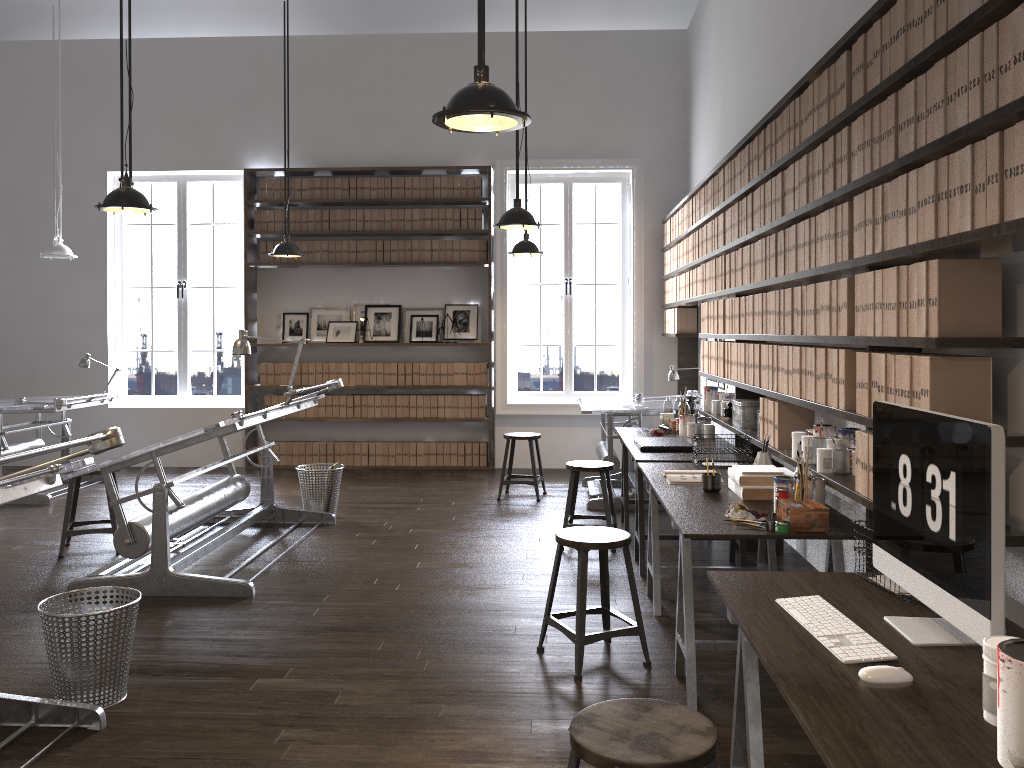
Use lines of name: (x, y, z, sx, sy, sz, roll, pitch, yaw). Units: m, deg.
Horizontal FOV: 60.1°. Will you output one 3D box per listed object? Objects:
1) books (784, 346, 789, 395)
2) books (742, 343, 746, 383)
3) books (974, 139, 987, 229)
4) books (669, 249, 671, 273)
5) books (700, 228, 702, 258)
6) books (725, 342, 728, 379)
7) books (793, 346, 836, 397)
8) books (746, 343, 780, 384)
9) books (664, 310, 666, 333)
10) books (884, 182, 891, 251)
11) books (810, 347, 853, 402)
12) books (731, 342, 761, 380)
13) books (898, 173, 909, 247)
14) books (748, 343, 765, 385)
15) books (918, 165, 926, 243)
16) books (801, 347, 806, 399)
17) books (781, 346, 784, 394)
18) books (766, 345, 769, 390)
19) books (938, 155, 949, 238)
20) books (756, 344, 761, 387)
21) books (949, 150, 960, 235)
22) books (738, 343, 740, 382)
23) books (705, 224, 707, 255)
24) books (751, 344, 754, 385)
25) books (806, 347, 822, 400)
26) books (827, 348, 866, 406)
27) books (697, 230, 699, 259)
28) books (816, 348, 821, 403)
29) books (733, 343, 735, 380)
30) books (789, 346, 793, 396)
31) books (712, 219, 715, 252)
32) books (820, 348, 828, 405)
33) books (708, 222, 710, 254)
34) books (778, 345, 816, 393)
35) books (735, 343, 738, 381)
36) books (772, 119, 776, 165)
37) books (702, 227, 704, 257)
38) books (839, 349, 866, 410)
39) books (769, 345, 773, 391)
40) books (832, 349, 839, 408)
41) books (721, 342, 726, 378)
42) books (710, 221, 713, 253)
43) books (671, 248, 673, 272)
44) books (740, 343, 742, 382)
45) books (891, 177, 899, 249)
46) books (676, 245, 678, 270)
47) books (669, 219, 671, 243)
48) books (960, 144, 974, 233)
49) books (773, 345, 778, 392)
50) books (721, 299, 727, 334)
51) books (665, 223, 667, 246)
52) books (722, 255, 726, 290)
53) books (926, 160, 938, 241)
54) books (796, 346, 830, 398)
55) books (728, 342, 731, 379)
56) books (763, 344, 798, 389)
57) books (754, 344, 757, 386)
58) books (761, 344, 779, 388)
books: (1.346, -0.063, 4.069, 0.174, 0.226, 0.067, 0, 1, 3)
books: (1.388, -0.117, 4.981, 0.174, 0.226, 0.067, 0, 1, 3)
books: (1.264, -0.500, 2.225, 0.174, 0.225, 0.067, 0, 1, 3)
books: (1.540, -1.127, 8.162, 0.174, 0.225, 0.067, 0, 1, 3)
books: (1.454, -1.017, 6.410, 0.174, 0.225, 0.067, 0, 1, 3)
books: (1.410, -0.145, 5.465, 0.174, 0.225, 0.067, 0, 1, 3)
books: (1.343, -0.055, 3.934, 0.174, 0.225, 0.067, 0, 1, 3)
books: (1.390, -0.113, 4.913, 0.174, 0.225, 0.067, 0, 1, 3)
books: (1.553, -0.597, 8.515, 0.174, 0.226, 0.067, 0, 1, 3)
books: (1.294, -0.537, 2.846, 0.174, 0.225, 0.067, 0, 1, 3)
books: (1.328, -0.038, 3.658, 0.174, 0.225, 0.067, 0, 1, 3)
books: (1.410, -0.137, 5.322, 0.174, 0.225, 0.067, 0, 1, 3)
books: (1.281, -0.529, 2.707, 0.174, 0.226, 0.067, 0, 1, 3)
books: (1.387, -0.108, 4.842, 0.174, 0.225, 0.067, 0, 1, 3)
books: (1.279, -0.521, 2.571, 0.174, 0.225, 0.067, 0, 1, 3)
books: (1.338, -0.047, 3.800, 0.174, 0.225, 0.067, 0, 1, 3)
books: (1.353, -0.067, 4.139, 0.174, 0.225, 0.067, 0, 1, 3)
books: (1.361, -0.083, 4.423, 0.174, 0.226, 0.067, 0, 1, 3)
books: (1.274, -0.513, 2.437, 0.174, 0.225, 0.067, 0, 1, 3)
books: (1.372, -0.096, 4.626, 0.174, 0.226, 0.067, 0, 1, 3)
books: (1.270, -0.508, 2.366, 0.174, 0.225, 0.067, 0, 1, 3)
books: (1.397, -0.124, 5.110, 0.174, 0.225, 0.067, 0, 1, 3)
books: (1.443, -1.005, 6.201, 0.174, 0.226, 0.067, 0, 1, 3)
books: (1.380, -0.104, 4.772, 0.174, 0.225, 0.067, 0, 1, 3)
books: (1.335, -0.042, 3.729, 0.174, 0.225, 0.067, 0, 1, 3)
books: (1.322, -0.025, 3.438, 0.174, 0.225, 0.067, 0, 1, 3)
books: (1.460, -1.026, 6.556, 0.174, 0.226, 0.067, 0, 1, 3)
books: (1.329, -0.034, 3.587, 0.174, 0.225, 0.067, 0, 1, 3)
books: (1.405, -0.133, 5.253, 0.174, 0.225, 0.067, 0, 1, 3)
books: (1.345, -0.058, 3.997, 0.174, 0.225, 0.067, 0, 1, 3)
books: (1.435, -0.989, 5.929, 0.174, 0.225, 0.067, 0, 1, 3)
books: (1.320, -0.030, 3.512, 0.174, 0.226, 0.067, 0, 1, 3)
books: (1.440, -0.997, 6.071, 0.174, 0.225, 0.067, 0, 1, 3)
books: (1.359, -0.071, 4.209, 0.174, 0.225, 0.067, 0, 1, 3)
books: (1.398, -0.129, 5.183, 0.174, 0.226, 0.067, 0, 1, 3)
books: (1.357, -1.169, 4.303, 0.174, 0.225, 0.067, 0, 1, 3)
books: (1.455, -1.013, 6.339, 0.174, 0.225, 0.067, 0, 1, 3)
books: (1.312, -0.016, 3.285, 0.174, 0.225, 0.067, 0, 1, 3)
books: (1.358, -0.079, 4.351, 0.174, 0.225, 0.067, 0, 1, 3)
books: (1.313, -0.021, 3.363, 0.174, 0.226, 0.067, 0, 1, 3)
books: (1.417, -0.153, 5.597, 0.174, 0.226, 0.067, 0, 1, 3)
books: (1.434, -0.993, 5.999, 0.174, 0.226, 0.067, 0, 1, 3)
books: (1.524, -1.109, 7.955, 0.174, 0.225, 0.067, 0, 1, 3)
books: (1.395, -0.121, 5.047, 0.174, 0.225, 0.067, 0, 1, 3)
books: (1.289, -0.533, 2.777, 0.174, 0.225, 0.067, 0, 1, 3)
books: (1.513, -1.093, 7.680, 0.174, 0.226, 0.067, 0, 1, 3)
books: (1.536, -1.404, 8.153, 0.174, 0.225, 0.067, 0, 1, 3)
books: (1.263, -0.504, 2.296, 0.174, 0.225, 0.067, 0, 1, 3)
books: (1.358, -0.075, 4.279, 0.174, 0.225, 0.067, 0, 1, 3)
books: (1.415, -0.423, 5.592, 0.174, 0.226, 0.067, 0, 1, 3)
books: (1.549, -1.420, 8.435, 0.174, 0.225, 0.067, 0, 1, 3)
books: (1.421, -0.701, 5.592, 0.174, 0.225, 0.067, 0, 1, 3)
books: (1.271, -0.517, 2.505, 0.174, 0.226, 0.067, 0, 1, 3)
books: (1.336, -0.050, 3.867, 0.174, 0.226, 0.067, 0, 1, 3)
books: (1.410, -0.141, 5.392, 0.174, 0.225, 0.067, 0, 1, 3)
books: (1.369, -0.087, 4.486, 0.174, 0.225, 0.067, 0, 1, 3)
books: (1.381, -0.100, 4.701, 0.174, 0.225, 0.067, 0, 1, 3)
books: (1.374, -0.091, 4.552, 0.174, 0.225, 0.067, 0, 1, 3)
